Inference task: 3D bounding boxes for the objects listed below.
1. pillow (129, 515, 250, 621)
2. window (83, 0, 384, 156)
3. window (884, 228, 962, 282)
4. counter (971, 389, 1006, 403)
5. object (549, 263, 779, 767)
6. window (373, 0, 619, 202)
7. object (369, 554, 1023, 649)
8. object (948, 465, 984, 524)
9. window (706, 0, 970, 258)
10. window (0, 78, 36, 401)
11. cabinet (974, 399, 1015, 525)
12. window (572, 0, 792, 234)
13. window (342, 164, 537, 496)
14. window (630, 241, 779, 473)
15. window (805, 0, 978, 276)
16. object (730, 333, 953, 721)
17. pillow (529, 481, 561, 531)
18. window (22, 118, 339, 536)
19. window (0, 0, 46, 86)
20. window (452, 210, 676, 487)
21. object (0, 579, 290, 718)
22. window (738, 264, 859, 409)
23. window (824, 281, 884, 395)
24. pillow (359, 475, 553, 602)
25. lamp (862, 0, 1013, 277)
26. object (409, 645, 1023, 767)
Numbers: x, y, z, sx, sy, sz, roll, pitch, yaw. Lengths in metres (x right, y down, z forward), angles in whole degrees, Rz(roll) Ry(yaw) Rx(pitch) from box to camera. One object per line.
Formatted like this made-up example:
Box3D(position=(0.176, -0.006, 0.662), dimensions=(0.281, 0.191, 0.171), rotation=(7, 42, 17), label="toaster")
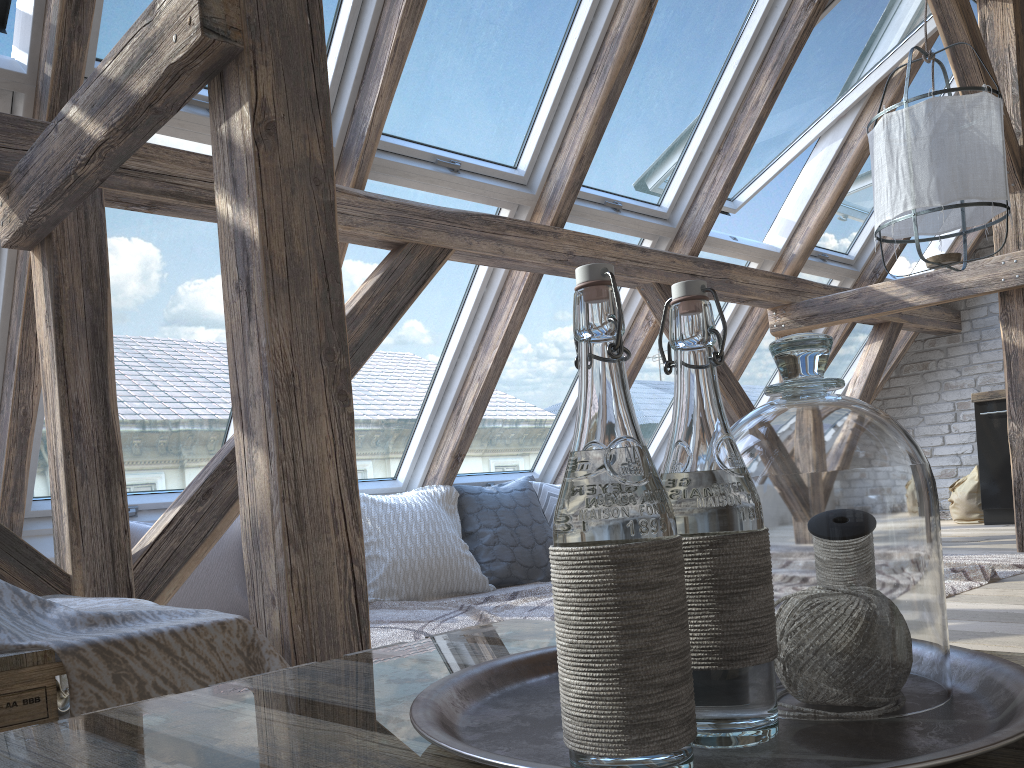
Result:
Box3D(position=(-0.971, 0.714, 3.482), dimensions=(0.438, 0.522, 1.132), rotation=(-7, -6, 40), label="pillow")
Box3D(position=(-0.632, -1.470, 2.321), dimensions=(0.853, 1.273, 1.104), rotation=(-3, -3, -43), label="window")
Box3D(position=(2.717, -1.342, 5.463), dimensions=(0.853, 1.272, 1.532), rotation=(-3, -4, -43), label="window")
Box3D(position=(3.859, 0.204, 3.862), dimensions=(2.237, 0.848, 3.844), rotation=(1, -9, -42), label="counter")
Box3D(position=(0.084, 0.073, 0.492), dimensions=(0.153, 0.267, 0.071), rotation=(-3, -1, -42), label="object")
Box3D(position=(0.046, -1.446, 2.940), dimensions=(0.853, 1.273, 1.104), rotation=(-3, -3, -43), label="window")
Box3D(position=(0.455, 0.803, 3.427), dimensions=(3.181, 0.056, 2.206), rotation=(2, -9, -42), label="object")
Box3D(position=(3.116, 0.749, 5.991), dimensions=(0.337, 0.388, 0.396), rotation=(-3, -3, -17), label="object")
Box3D(position=(1.369, -1.391, 4.215), dimensions=(0.853, 1.272, 1.417), rotation=(-3, -4, -43), label="window")
Box3D(position=(-1.890, -0.169, 2.443), dimensions=(0.853, 1.273, 1.104), rotation=(-3, -3, -43), label="window")
Box3D(position=(3.985, -0.647, 3.754), dimensions=(2.087, 2.498, 4.249), rotation=(-2, -5, -42), label="cabinet")
Box3D(position=(0.724, -1.422, 3.559), dimensions=(0.853, 1.273, 1.104), rotation=(-3, -3, -43), label="window")
Box3D(position=(-0.534, -0.121, 3.682), dimensions=(0.853, 1.273, 1.104), rotation=(-3, -3, -43), label="window")
Box3D(position=(0.823, -0.073, 4.921), dimensions=(0.853, 1.273, 1.104), rotation=(-3, -3, -43), label="window")
Box3D(position=(2.080, -1.374, 4.798), dimensions=(0.853, 1.273, 1.104), rotation=(-3, -3, -43), label="window")
Box3D(position=(0.207, 0.089, 0.604), dimensions=(0.156, 0.246, 0.156), rotation=(-5, -2, 16), label="object")
Box3D(position=(0.618, 0.752, 4.840), dimensions=(1.152, 0.532, 0.505), rotation=(0, -5, -37), label="pillow")
Box3D(position=(-1.212, -0.145, 3.063), dimensions=(0.853, 1.273, 1.104), rotation=(-3, -3, -43), label="window")
Box3D(position=(-1.341, -1.487, 1.735), dimensions=(0.853, 1.272, 1.360), rotation=(-3, -4, -43), label="window")
Box3D(position=(0.145, -0.097, 4.301), dimensions=(0.853, 1.273, 1.104), rotation=(-3, -3, -43), label="window")
Box3D(position=(-0.828, 0.428, 1.523), dimensions=(1.007, 0.472, 0.817), rotation=(-3, -5, -13), label="object")
Box3D(position=(1.501, -0.050, 5.540), dimensions=(0.853, 1.273, 1.104), rotation=(-3, -3, -43), label="window")
Box3D(position=(2.179, -0.026, 6.159), dimensions=(0.853, 1.273, 1.104), rotation=(-3, -3, -43), label="window")
Box3D(position=(-0.224, 0.701, 4.132), dimensions=(1.270, 0.561, 0.471), rotation=(1, -5, -41), label="pillow")
Box3D(position=(1.350, -1.325, 2.885), dimensions=(0.407, 1.890, 0.400), rotation=(-4, 0, -1), label="lamp")
Box3D(position=(0.131, 0.208, 0.584), dimensions=(0.394, 0.021, 0.398), rotation=(-1, -7, -23), label="object")
